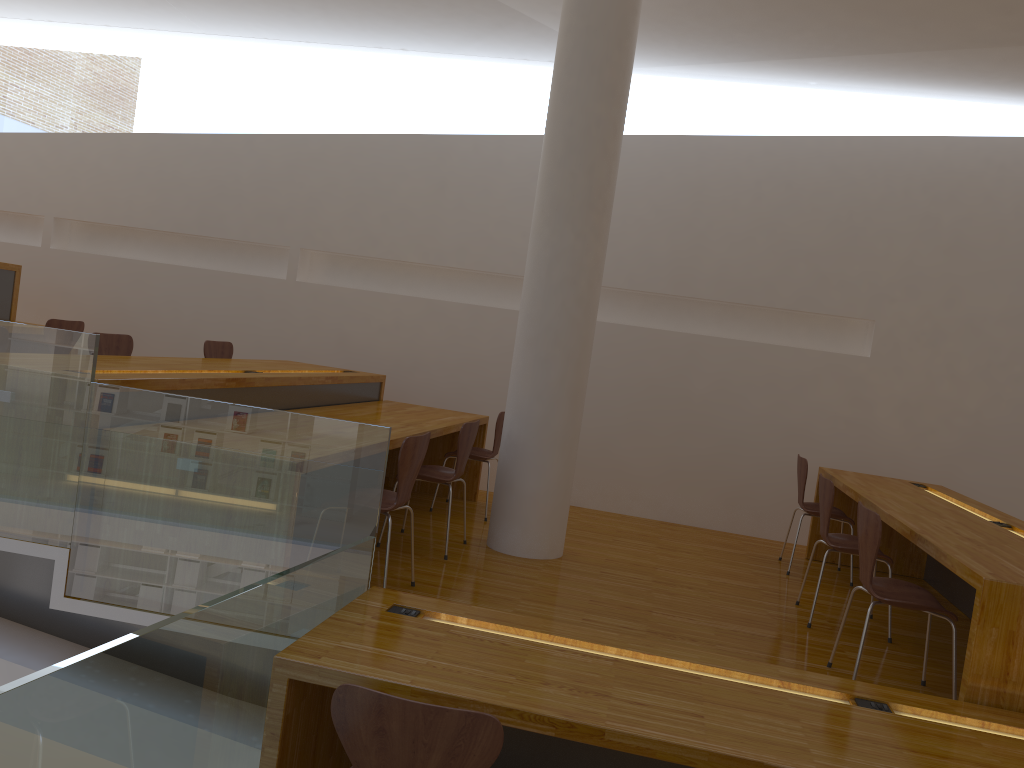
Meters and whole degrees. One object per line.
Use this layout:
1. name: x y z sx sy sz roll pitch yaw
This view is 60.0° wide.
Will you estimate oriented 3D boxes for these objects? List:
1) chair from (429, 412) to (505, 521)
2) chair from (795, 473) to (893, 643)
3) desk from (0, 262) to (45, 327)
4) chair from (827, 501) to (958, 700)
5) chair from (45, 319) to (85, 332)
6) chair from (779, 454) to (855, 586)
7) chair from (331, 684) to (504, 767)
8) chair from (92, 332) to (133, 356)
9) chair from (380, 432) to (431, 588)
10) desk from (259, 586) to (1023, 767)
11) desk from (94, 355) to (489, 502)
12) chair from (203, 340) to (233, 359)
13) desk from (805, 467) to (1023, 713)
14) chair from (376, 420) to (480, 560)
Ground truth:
1. chair: -0.254 0.490 5.783 0.381 0.693 0.428 8 2 10
2. chair: 1.646 0.819 4.296 0.381 0.693 0.428 8 2 10
3. desk: -4.118 -0.369 5.060 1.248 1.022 3.216 8 2 10
4. chair: 1.468 0.832 3.341 0.381 0.693 0.428 8 2 10
5. chair: -3.304 -0.127 6.207 0.381 0.693 0.428 8 2 10
6. chair: 1.888 0.808 5.389 0.381 0.693 0.428 8 2 10
7. chair: -0.219 1.019 2.097 0.428 0.693 0.381 8 2 10
8. chair: -2.142 0.083 4.991 0.381 0.693 0.428 8 2 10
9. chair: -0.600 0.526 3.722 0.381 0.693 0.428 8 2 10
10. desk: 0.964 1.223 2.376 3.185 0.606 0.760 8 2 10
11. desk: -1.228 0.349 4.764 1.527 0.785 3.243 8 2 10
12. chair: -1.899 0.072 6.084 0.381 0.693 0.428 8 2 10
13. desk: 2.050 0.919 4.197 0.760 0.606 3.185 8 2 10
14. chair: -0.422 0.512 4.677 0.381 0.693 0.428 8 2 10
